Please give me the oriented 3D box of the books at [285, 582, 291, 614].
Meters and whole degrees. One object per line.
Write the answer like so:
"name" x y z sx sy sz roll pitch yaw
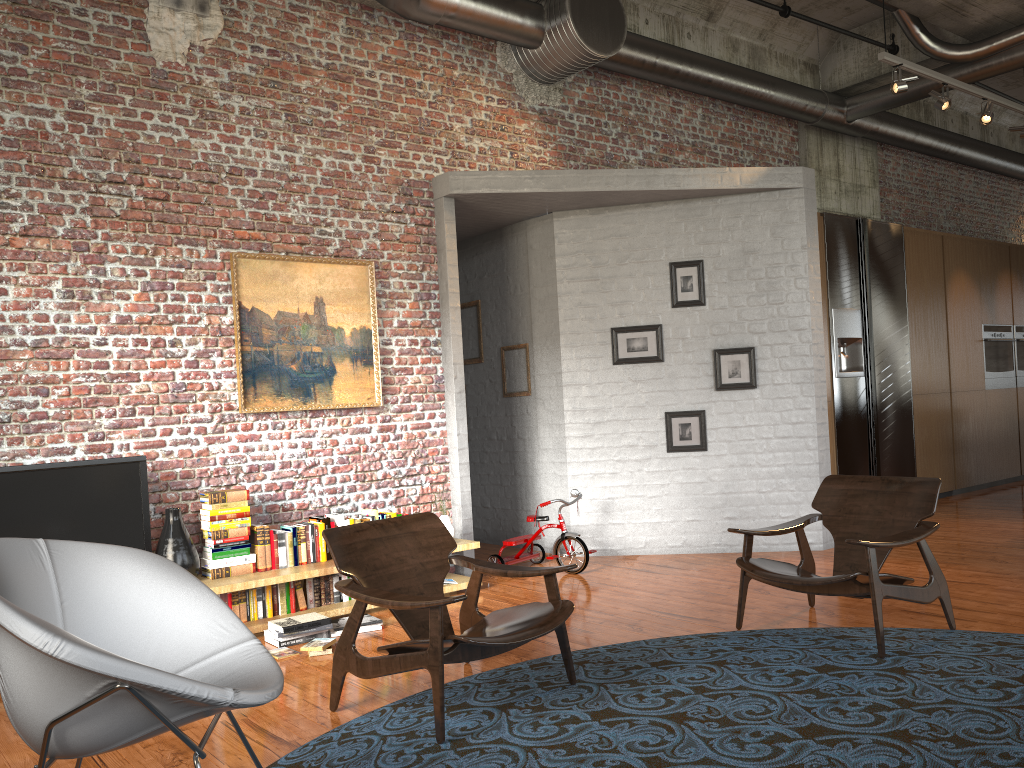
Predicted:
"books" -1.466 1.352 5.671 0.030 0.220 0.159 -4 0 -38

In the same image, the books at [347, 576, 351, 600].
"books" -1.123 1.364 5.958 0.020 0.168 0.122 -4 0 -38

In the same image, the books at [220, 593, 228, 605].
"books" -1.785 1.348 5.421 0.046 0.252 0.153 -4 0 -38

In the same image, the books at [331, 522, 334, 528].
"books" -1.252 1.060 6.034 0.026 0.250 0.160 -4 0 -39

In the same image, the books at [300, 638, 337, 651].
"books" -1.085 1.460 4.977 0.133 0.022 0.189 -4 -1 13

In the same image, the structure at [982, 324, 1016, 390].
"structure" 6.049 -0.340 10.952 0.859 0.795 0.079 -3 0 -38

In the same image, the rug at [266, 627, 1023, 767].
"rug" 1.327 1.304 2.482 4.847 0.009 4.846 -3 -1 8

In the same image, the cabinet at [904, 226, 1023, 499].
"cabinet" 6.125 -0.254 11.587 5.337 3.045 0.860 -2 0 -38

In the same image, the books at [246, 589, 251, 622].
"books" -1.668 1.361 5.512 0.022 0.217 0.139 -4 0 -38

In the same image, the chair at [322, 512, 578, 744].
"chair" -0.291 1.038 4.049 1.044 0.793 0.874 -4 -1 42

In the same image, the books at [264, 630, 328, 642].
"books" -1.283 1.466 5.264 0.299 0.028 0.237 -2 -2 -40

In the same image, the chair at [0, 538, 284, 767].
"chair" -1.045 0.919 2.455 0.806 1.030 1.057 -3 -1 1

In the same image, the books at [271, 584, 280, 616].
"books" -1.539 1.353 5.632 0.052 0.225 0.157 -3 0 -38

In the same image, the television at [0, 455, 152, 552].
"television" -2.580 0.835 4.914 0.286 0.793 1.089 -3 -1 38

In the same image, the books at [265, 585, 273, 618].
"books" -1.559 1.355 5.592 0.030 0.220 0.159 -4 0 -38

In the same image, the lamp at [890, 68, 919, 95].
"lamp" 3.073 -2.390 6.997 0.260 0.211 0.102 -3 0 -8

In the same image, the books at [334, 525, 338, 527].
"books" -1.230 1.073 6.048 0.026 0.223 0.161 -4 0 -39

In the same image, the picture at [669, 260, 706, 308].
"picture" 1.458 -0.831 7.363 0.278 0.381 0.015 -3 0 10

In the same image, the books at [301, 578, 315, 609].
"books" -1.348 1.349 5.790 0.049 0.214 0.149 -3 0 -38

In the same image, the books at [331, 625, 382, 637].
"books" -0.980 1.498 5.446 0.313 0.017 0.232 -3 -2 -23

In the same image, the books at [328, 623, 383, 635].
"books" -0.986 1.481 5.443 0.307 0.017 0.232 -2 -2 -40

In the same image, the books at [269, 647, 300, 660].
"books" -1.291 1.508 4.963 0.133 0.012 0.189 -2 -2 -41

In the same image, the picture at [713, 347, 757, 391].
"picture" 1.833 -0.125 7.282 0.330 0.341 0.015 -3 0 12

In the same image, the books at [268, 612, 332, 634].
"books" -1.249 1.405 5.216 0.296 0.035 0.236 -2 -2 -36

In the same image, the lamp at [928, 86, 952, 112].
"lamp" 3.647 -2.407 7.520 0.102 0.228 0.199 -3 0 -28

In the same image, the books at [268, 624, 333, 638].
"books" -1.255 1.435 5.243 0.320 0.028 0.262 -2 -2 -28

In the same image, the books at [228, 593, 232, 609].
"books" -1.756 1.376 5.443 0.023 0.193 0.140 -4 0 -38

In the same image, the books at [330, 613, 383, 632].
"books" -0.989 1.466 5.451 0.311 0.014 0.250 -2 -2 -32

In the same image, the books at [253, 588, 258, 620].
"books" -1.628 1.371 5.537 0.023 0.193 0.140 -4 0 -38

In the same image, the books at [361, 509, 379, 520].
"books" -0.995 1.031 6.251 0.036 0.290 0.176 -4 0 -39

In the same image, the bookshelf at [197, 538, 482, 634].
"bookshelf" -1.896 1.384 5.401 3.841 0.359 0.549 -2 -1 -38

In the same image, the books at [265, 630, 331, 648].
"books" -1.278 1.500 5.277 0.320 0.040 0.237 -2 -2 -36

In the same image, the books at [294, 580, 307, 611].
"books" -1.402 1.334 5.723 0.088 0.256 0.153 -3 0 -38

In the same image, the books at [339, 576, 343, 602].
"books" -1.170 1.365 5.919 0.020 0.168 0.122 -4 0 -38

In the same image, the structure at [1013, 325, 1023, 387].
"structure" 6.754 -0.366 11.509 0.859 0.795 0.079 -3 0 -38

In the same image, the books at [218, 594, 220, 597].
"books" -1.829 1.352 5.391 0.057 0.246 0.172 -3 0 -38

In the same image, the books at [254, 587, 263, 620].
"books" -1.611 1.367 5.560 0.032 0.200 0.146 -4 0 -38

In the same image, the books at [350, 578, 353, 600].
"books" -1.111 1.357 5.985 0.034 0.181 0.132 -4 0 -38

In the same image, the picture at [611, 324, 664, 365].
"picture" 1.051 -0.330 7.440 0.426 0.316 0.015 -3 0 12

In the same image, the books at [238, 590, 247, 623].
"books" -1.696 1.364 5.489 0.049 0.213 0.148 -3 0 -38

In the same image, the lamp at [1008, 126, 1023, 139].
"lamp" 4.919 -2.456 8.513 0.102 0.211 0.261 -3 0 -43

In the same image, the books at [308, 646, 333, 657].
"books" -1.081 1.487 4.980 0.128 0.030 0.182 -3 -1 -16

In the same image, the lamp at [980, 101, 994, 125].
"lamp" 4.272 -2.434 7.974 0.182 0.240 0.102 -3 0 -43

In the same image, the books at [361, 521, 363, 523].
"books" -1.074 1.067 6.179 0.027 0.223 0.161 -4 0 -39

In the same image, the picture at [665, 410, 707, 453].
"picture" 1.449 0.395 7.382 0.330 0.341 0.015 -3 0 12

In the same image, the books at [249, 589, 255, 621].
"books" -1.646 1.372 5.521 0.023 0.193 0.140 -4 0 -38

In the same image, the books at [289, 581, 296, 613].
"books" -1.438 1.351 5.682 0.030 0.220 0.159 -4 0 -38

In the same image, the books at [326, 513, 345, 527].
"books" -1.207 1.039 6.080 0.053 0.290 0.176 -4 0 -39

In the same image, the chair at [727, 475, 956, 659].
"chair" 1.788 0.939 4.817 1.042 0.793 0.876 -3 -1 -37

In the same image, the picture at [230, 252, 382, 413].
"picture" -1.409 -0.352 6.186 1.063 1.064 0.040 -3 0 -38

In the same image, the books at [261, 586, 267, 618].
"books" -1.595 1.357 5.589 0.030 0.220 0.159 -4 0 -38

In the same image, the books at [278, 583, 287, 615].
"books" -1.490 1.359 5.645 0.039 0.208 0.151 -4 0 -38

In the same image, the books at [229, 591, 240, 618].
"books" -1.729 1.367 5.459 0.039 0.208 0.151 -4 0 -38

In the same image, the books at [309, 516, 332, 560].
"books" -1.298 1.045 6.017 0.066 0.284 0.198 -3 0 -39
